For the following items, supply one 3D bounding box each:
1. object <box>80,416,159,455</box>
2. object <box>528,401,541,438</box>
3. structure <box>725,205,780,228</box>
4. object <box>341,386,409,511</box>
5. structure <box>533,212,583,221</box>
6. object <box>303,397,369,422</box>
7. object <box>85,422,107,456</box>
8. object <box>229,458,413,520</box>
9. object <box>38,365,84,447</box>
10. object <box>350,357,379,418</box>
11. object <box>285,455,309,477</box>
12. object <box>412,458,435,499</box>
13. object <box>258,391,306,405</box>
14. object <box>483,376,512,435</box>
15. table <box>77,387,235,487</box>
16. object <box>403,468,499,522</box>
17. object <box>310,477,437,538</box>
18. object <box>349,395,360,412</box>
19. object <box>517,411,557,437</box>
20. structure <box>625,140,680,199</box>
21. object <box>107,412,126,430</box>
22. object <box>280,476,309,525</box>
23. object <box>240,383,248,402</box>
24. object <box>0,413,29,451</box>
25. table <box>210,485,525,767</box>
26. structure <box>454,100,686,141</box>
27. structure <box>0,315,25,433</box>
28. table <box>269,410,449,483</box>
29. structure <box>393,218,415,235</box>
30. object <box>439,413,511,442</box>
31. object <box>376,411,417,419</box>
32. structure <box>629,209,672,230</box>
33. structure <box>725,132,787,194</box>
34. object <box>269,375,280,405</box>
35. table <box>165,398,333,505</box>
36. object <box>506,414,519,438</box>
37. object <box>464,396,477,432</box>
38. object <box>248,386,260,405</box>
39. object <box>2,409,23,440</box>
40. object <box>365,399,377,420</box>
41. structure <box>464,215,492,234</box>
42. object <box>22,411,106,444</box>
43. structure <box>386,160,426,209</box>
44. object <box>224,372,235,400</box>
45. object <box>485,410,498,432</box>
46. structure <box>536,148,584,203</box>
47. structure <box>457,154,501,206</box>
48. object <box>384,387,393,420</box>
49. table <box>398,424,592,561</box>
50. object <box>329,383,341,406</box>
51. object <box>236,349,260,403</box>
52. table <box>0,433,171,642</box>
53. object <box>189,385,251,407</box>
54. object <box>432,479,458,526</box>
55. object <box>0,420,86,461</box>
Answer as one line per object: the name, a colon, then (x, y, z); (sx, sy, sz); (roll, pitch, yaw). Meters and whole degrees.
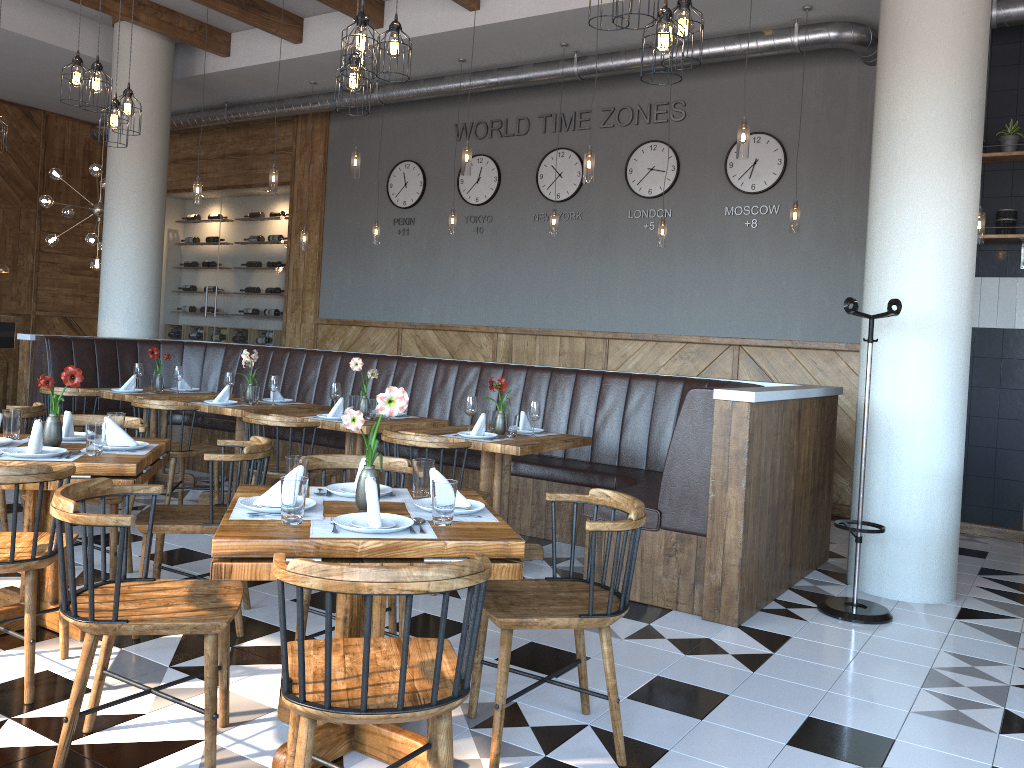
object: (-1.711, 0.213, 3.870); (0.272, 0.137, 0.352); (3, 2, -12)
object: (0.132, 0.211, 5.290); (0.081, 0.215, 0.081); (3, 1, 2)
structure: (2.183, -1.519, 8.060); (0.499, 0.199, 0.021); (5, 1, 33)
object: (-0.439, 0.205, 2.816); (0.206, 0.400, 0.146); (3, 1, -38)
structure: (0.473, -1.729, 9.156); (0.583, 0.080, 0.021); (5, 1, 33)
object: (-1.143, 0.157, 5.727); (0.352, 0.137, 0.272); (5, 3, 33)
object: (-1.714, 0.227, 3.642); (0.080, 0.132, 0.080); (2, 1, -42)
object: (-0.602, 0.322, 2.924); (0.577, 0.137, 0.583); (3, 3, -13)
object: (-1.930, 0.095, 3.800); (0.171, 0.355, 0.156); (3, 1, -2)
object: (-1.006, 0.021, 5.965); (0.146, 0.400, 0.206); (4, 1, 35)
object: (-0.731, 0.313, 3.000); (0.080, 0.132, 0.080); (3, 1, -3)
object: (-0.313, 0.332, 3.105); (0.080, 0.132, 0.080); (3, 1, -3)
object: (-1.786, 0.071, 6.762); (0.352, 0.137, 0.272); (5, 3, 33)
object: (-0.091, 0.127, 5.323); (0.156, 0.355, 0.171); (4, 1, 35)
table: (-2.881, 0.441, 7.139); (0.851, 0.763, 0.850); (4, 2, 32)
object: (-0.204, 0.345, 2.902); (0.272, 0.137, 0.352); (3, 2, -12)
object: (-0.405, 0.349, 2.581); (0.351, 0.137, 0.272); (3, 2, -12)
object: (-1.080, 0.146, 6.077); (0.080, 0.132, 0.080); (4, 1, 32)
object: (0.092, 0.235, 5.561); (0.352, 0.137, 0.272); (5, 3, 33)
structure: (1.356, -2.079, 8.589); (0.561, 0.560, 0.046); (4, 1, 33)
object: (-1.820, 0.200, 4.069); (0.080, 0.132, 0.080); (4, 1, 37)
object: (-0.636, 0.339, 2.576); (0.080, 0.132, 0.080); (3, 1, 7)
object: (-2.007, 0.065, 6.670); (0.080, 0.132, 0.080); (4, 1, 32)
object: (-2.234, 0.189, 3.747); (0.272, 0.137, 0.352); (3, 2, -12)
table: (-0.489, 0.783, 2.841); (0.864, 0.763, 0.865); (3, 2, -12)
structure: (0.506, -2.703, 9.158); (2.732, 0.199, 0.033); (5, 1, 33)
structure: (-5.021, -0.005, 8.294); (1.047, 1.300, 0.645); (4, 1, 33)
table: (-1.036, 0.603, 5.959); (0.851, 0.763, 0.850); (4, 2, 32)
structure: (-1.253, -1.820, 10.258); (0.306, 0.197, 0.021); (5, 1, 33)
object: (-0.198, 0.240, 5.123); (0.352, 0.137, 0.272); (5, 3, 33)
object: (-0.853, 0.152, 6.165); (0.352, 0.137, 0.272); (5, 3, 33)
structure: (1.337, -1.593, 8.601); (0.443, 0.199, 0.021); (5, 1, 33)
structure: (2.208, -2.004, 8.044); (0.561, 0.560, 0.046); (4, 1, 33)
object: (-1.743, 0.047, 6.490); (0.081, 0.215, 0.081); (3, 1, -27)
table: (-1.953, 0.523, 6.545); (0.851, 0.763, 0.850); (4, 2, 32)
object: (-0.001, 0.248, 5.238); (0.080, 0.132, 0.080); (4, 1, 17)
object: (-0.256, 0.183, 5.409); (0.081, 0.215, 0.081); (4, 1, 41)
object: (-1.876, 0.083, 6.437); (0.080, 0.132, 0.080); (4, 1, 17)
object: (-2.238, 0.181, 3.964); (0.080, 0.132, 0.080); (4, 1, 37)
object: (-0.928, 0.167, 5.830); (0.080, 0.132, 0.080); (4, 1, 37)
structure: (-0.374, -1.743, 9.696); (0.369, 0.199, 0.021); (5, 1, 33)
object: (-2.033, 0.185, 4.068); (0.351, 0.137, 0.272); (3, 2, -12)
structure: (-1.223, -2.305, 10.239); (0.561, 0.560, 0.046); (4, 1, 33)
object: (-2.104, 0.021, 6.591); (0.081, 0.215, 0.081); (4, 1, 24)
object: (-0.132, 0.229, 5.470); (0.080, 0.132, 0.080); (4, 1, 32)
structure: (0.497, -2.154, 9.139); (0.561, 0.560, 0.046); (4, 1, 33)
structure: (-0.363, -2.230, 9.689); (0.561, 0.560, 0.046); (4, 1, 33)
object: (-0.817, 0.128, 5.897); (0.081, 0.215, 0.081); (3, 1, -4)
table: (-0.108, 0.684, 5.365); (0.851, 0.763, 0.850); (4, 2, 32)
object: (-1.202, 0.101, 6.013); (0.081, 0.215, 0.081); (3, 1, -4)
object: (-1.944, -0.059, 6.533); (0.207, 0.400, 0.146); (4, 1, 40)
table: (-2.003, 0.651, 3.810); (0.864, 0.763, 0.865); (3, 2, -12)
object: (-2.076, 0.075, 6.324); (0.352, 0.137, 0.272); (5, 3, 33)
object: (-0.206, 0.359, 2.678); (0.080, 0.132, 0.080); (3, 1, 7)
object: (-1.912, 0.217, 3.549); (0.351, 0.137, 0.272); (3, 2, -12)
